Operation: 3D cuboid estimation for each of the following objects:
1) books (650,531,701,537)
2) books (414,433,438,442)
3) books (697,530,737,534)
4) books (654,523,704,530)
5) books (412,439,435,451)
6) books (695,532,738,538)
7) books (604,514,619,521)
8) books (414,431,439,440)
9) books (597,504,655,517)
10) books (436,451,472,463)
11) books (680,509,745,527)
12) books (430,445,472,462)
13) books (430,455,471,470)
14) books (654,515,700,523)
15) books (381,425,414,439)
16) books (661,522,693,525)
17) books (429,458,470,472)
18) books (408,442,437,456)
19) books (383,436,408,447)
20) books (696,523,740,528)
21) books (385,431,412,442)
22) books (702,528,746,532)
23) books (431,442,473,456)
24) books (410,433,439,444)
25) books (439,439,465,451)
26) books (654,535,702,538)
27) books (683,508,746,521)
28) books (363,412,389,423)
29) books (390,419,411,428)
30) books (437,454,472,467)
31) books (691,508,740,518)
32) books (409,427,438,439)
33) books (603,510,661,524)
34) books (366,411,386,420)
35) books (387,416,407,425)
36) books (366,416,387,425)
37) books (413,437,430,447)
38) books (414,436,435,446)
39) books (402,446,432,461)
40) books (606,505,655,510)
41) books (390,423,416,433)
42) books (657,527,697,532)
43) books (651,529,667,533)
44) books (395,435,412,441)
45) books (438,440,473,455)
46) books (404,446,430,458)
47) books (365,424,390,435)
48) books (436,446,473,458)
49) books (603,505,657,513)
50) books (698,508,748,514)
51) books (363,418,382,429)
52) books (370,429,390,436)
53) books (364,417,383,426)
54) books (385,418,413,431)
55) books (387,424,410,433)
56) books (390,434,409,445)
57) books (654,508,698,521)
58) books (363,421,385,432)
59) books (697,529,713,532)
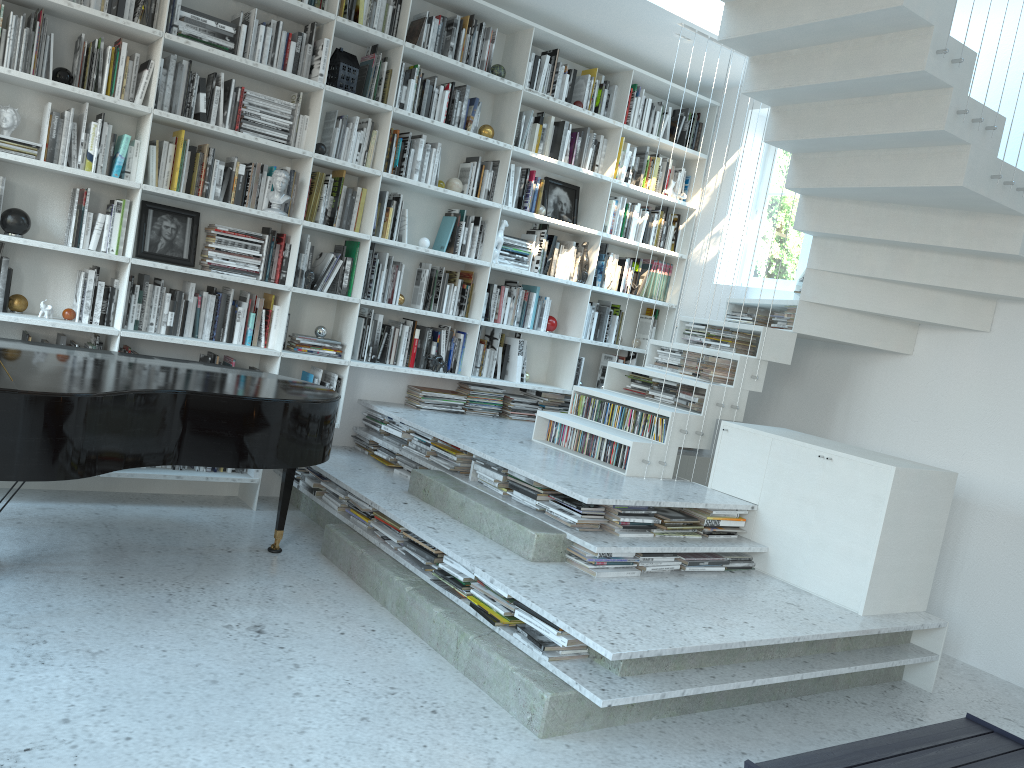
[{"bbox_3d":[0.736,0.692,4.205,0.287,0.005,0.165,8,5,-31],"label":"books"},{"bbox_3d":[-0.444,0.306,5.050,0.160,0.010,0.179,8,5,-36],"label":"books"},{"bbox_3d":[0.972,0.715,4.387,0.259,0.009,0.152,7,6,-39],"label":"books"},{"bbox_3d":[0.749,0.655,4.193,0.273,0.014,0.187,7,6,-41],"label":"books"},{"bbox_3d":[-0.452,0.353,5.055,0.154,0.018,0.220,7,5,-37],"label":"books"},{"bbox_3d":[0.975,0.727,4.380,0.220,0.011,0.177,7,5,-38],"label":"books"},{"bbox_3d":[0.515,0.602,4.046,0.260,0.009,0.152,8,5,-33],"label":"books"},{"bbox_3d":[-0.442,0.295,5.049,0.149,0.013,0.219,8,5,-33],"label":"books"},{"bbox_3d":[0.517,0.573,4.047,0.221,0.018,0.154,8,5,-35],"label":"books"},{"bbox_3d":[-0.294,0.397,4.819,0.159,0.018,0.202,7,5,-38],"label":"books"},{"bbox_3d":[0.987,0.660,4.376,0.284,0.030,0.176,8,5,-35],"label":"books"},{"bbox_3d":[-0.298,0.379,4.813,0.179,0.017,0.292,8,5,-35],"label":"books"},{"bbox_3d":[-0.308,0.428,4.816,0.178,0.014,0.247,7,5,-38],"label":"books"},{"bbox_3d":[0.744,0.629,4.204,0.246,0.013,0.172,7,5,-37],"label":"books"},{"bbox_3d":[-0.638,0.286,5.287,0.189,0.030,0.237,7,6,-39],"label":"books"},{"bbox_3d":[0.739,0.639,4.210,0.179,0.010,0.159,8,5,-34],"label":"books"},{"bbox_3d":[-0.315,0.439,4.814,0.182,0.011,0.253,8,5,-32],"label":"books"},{"bbox_3d":[-0.465,0.372,5.050,0.164,0.023,0.241,8,5,-32],"label":"books"},{"bbox_3d":[-0.640,0.348,5.299,0.173,0.017,0.232,7,5,-37],"label":"books"},{"bbox_3d":[0.978,0.681,4.385,0.268,0.014,0.159,7,5,-37],"label":"books"},{"bbox_3d":[-0.629,0.315,5.300,0.152,0.009,0.258,7,6,-39],"label":"books"},{"bbox_3d":[0.987,0.695,4.369,0.281,0.008,0.181,8,5,-31],"label":"books"},{"bbox_3d":[-0.296,0.354,4.808,0.187,0.009,0.260,7,5,-37],"label":"books"},{"bbox_3d":[-0.451,0.314,5.047,0.167,0.008,0.234,7,5,-37],"label":"books"},{"bbox_3d":[-0.278,0.324,4.814,0.139,0.028,0.261,8,5,-31],"label":"books"},{"bbox_3d":[0.735,0.698,4.205,0.291,0.007,0.174,8,5,-33],"label":"books"},{"bbox_3d":[0.995,0.641,4.368,0.262,0.012,0.179,8,5,-32],"label":"books"},{"bbox_3d":[-0.793,0.213,5.523,0.171,0.015,0.252,7,6,-41],"label":"books"},{"bbox_3d":[-0.613,0.234,5.293,0.159,0.007,0.284,7,5,-37],"label":"books"},{"bbox_3d":[-0.287,0.415,4.828,0.138,0.017,0.237,7,5,-37],"label":"books"},{"bbox_3d":[0.995,0.622,4.372,0.192,0.024,0.167,8,5,-31],"label":"books"},{"bbox_3d":[-0.450,0.280,5.040,0.165,0.015,0.242,7,6,-41],"label":"books"},{"bbox_3d":[0.529,0.594,4.028,0.230,0.015,0.189,8,5,-31],"label":"books"},{"bbox_3d":[-0.782,0.203,5.528,0.167,0.008,0.234,7,5,-37],"label":"books"},{"bbox_3d":[-0.620,0.220,5.285,0.171,0.020,0.193,7,6,-41],"label":"books"},{"bbox_3d":[-0.780,0.237,5.537,0.145,0.008,0.297,7,5,-37],"label":"books"},{"bbox_3d":[-0.446,0.338,5.056,0.150,0.013,0.215,8,5,-36],"label":"books"},{"bbox_3d":[-0.446,0.325,5.053,0.144,0.013,0.220,8,5,-33],"label":"books"},{"bbox_3d":[-0.474,0.400,5.050,0.183,0.012,0.296,7,5,-37],"label":"books"},{"bbox_3d":[0.515,0.546,4.055,0.261,0.016,0.128,7,5,-37],"label":"books"},{"bbox_3d":[-0.619,0.261,5.295,0.143,0.012,0.263,8,5,-31],"label":"books"},{"bbox_3d":[0.738,0.667,4.206,0.215,0.015,0.176,8,5,-35],"label":"books"},{"bbox_3d":[0.727,0.679,4.220,0.294,0.014,0.133,7,6,-39],"label":"books"},{"bbox_3d":[-0.630,0.307,5.297,0.163,0.008,0.294,7,5,-38],"label":"books"},{"bbox_3d":[-0.273,0.346,4.823,0.129,0.013,0.295,7,5,-38],"label":"books"},{"bbox_3d":[-0.475,0.388,5.046,0.190,0.012,0.234,7,5,-38],"label":"books"},{"bbox_3d":[-0.797,0.285,5.535,0.163,0.017,0.232,8,5,-34],"label":"books"},{"bbox_3d":[-0.293,0.365,4.813,0.161,0.012,0.253,8,5,-32],"label":"books"},{"bbox_3d":[0.525,0.562,4.039,0.228,0.009,0.158,7,6,-40],"label":"books"},{"bbox_3d":[1.004,0.606,4.361,0.286,0.013,0.180,7,6,-41],"label":"books"},{"bbox_3d":[-0.795,0.254,5.530,0.179,0.012,0.261,8,5,-36],"label":"books"},{"bbox_3d":[-0.789,0.302,5.545,0.134,0.014,0.181,7,6,-39],"label":"books"},{"bbox_3d":[-0.788,0.244,5.533,0.156,0.009,0.286,7,5,-38],"label":"books"},{"bbox_3d":[-0.617,0.246,5.293,0.163,0.018,0.289,7,5,-37],"label":"books"},{"bbox_3d":[-0.625,0.270,5.292,0.171,0.007,0.206,8,5,-34],"label":"books"},{"bbox_3d":[-0.621,0.331,5.309,0.131,0.021,0.239,8,5,-34],"label":"books"},{"bbox_3d":[0.750,0.618,4.198,0.203,0.011,0.173,7,6,-41],"label":"books"},{"bbox_3d":[-0.801,0.268,5.529,0.175,0.017,0.265,8,5,-33],"label":"books"},{"bbox_3d":[0.971,0.702,4.391,0.262,0.016,0.131,7,6,-41],"label":"books"}]
